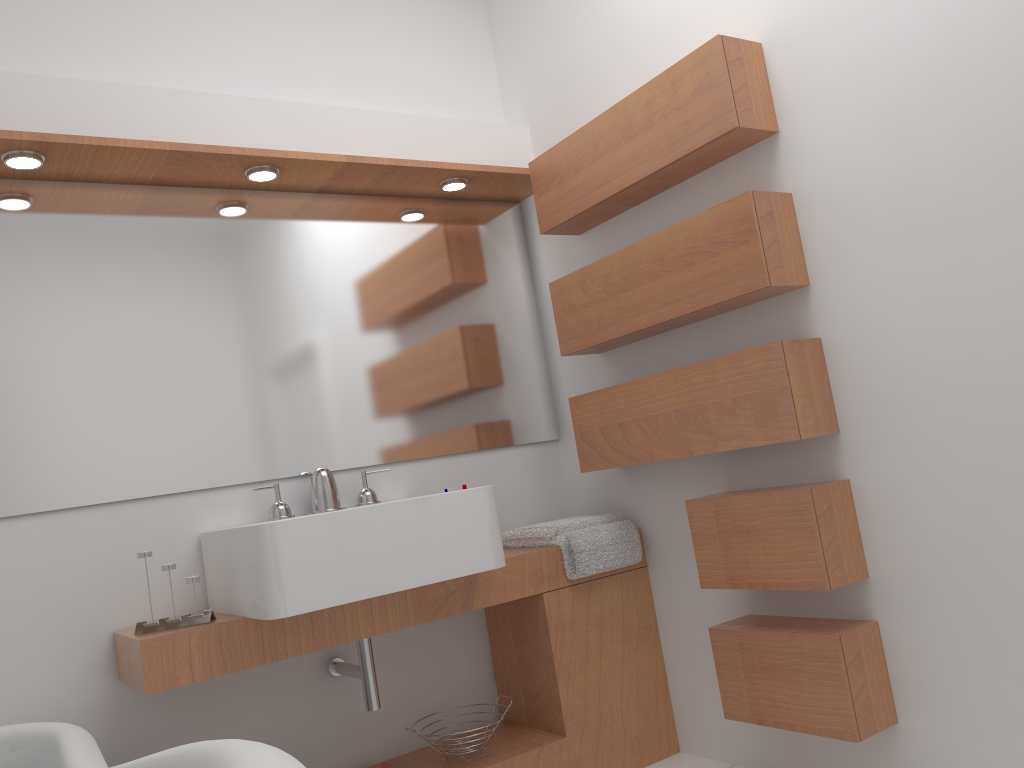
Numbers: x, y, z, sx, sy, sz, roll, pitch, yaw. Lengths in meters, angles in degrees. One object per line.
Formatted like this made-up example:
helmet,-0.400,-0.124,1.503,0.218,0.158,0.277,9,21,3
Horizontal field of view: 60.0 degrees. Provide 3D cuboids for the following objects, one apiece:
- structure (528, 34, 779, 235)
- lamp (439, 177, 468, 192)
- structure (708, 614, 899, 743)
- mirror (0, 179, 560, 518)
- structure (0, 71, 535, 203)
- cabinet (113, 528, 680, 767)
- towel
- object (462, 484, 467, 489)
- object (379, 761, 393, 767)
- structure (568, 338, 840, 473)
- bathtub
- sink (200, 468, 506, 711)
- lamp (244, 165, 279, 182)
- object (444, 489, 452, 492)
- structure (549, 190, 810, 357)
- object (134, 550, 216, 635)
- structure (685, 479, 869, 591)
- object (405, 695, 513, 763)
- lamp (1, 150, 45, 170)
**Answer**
structure,0.374,-0.693,2.623,0.165,0.245,0.860,-5,-7,-34
lamp,-0.193,-0.661,2.943,0.098,0.018,0.098,-13,-7,35
structure,0.737,0.743,2.286,0.165,0.245,0.417,-5,-7,-34
mirror,-0.965,-0.137,2.521,2.600,0.887,0.022,-5,-7,-34
structure,-0.988,-0.710,2.470,2.606,0.240,0.287,-5,-7,-34
cabinet,-0.295,0.911,2.516,1.635,0.719,0.355,-5,-7,-34
towel,0.188,0.526,2.883,0.272,0.140,0.359,-5,-7,-34
object,-0.135,0.432,2.791,0.016,0.231,0.052,-10,-6,5
object,-0.351,1.095,2.496,0.042,0.037,0.133,-8,-6,-15
structure,0.502,0.084,2.541,0.165,0.245,0.860,-5,-7,-34
bathtub,-0.906,0.907,1.217,1.055,0.674,1.863,-5,-7,-34
sink,-0.420,0.546,2.402,0.657,0.673,0.552,-5,-7,-34
lamp,-0.727,-0.612,2.580,0.098,0.018,0.098,-8,-6,-14
object,-0.159,0.433,2.756,0.070,0.228,0.016,-8,-6,-9
structure,0.441,-0.291,2.581,0.165,0.245,0.860,-5,-7,-34
object,-0.844,0.500,2.194,0.182,0.203,0.059,-9,-6,-4
structure,0.681,0.400,2.322,0.165,0.245,0.417,-5,-7,-34
object,-0.141,1.011,2.562,0.291,0.126,0.291,-11,-6,14
lamp,-1.233,-0.564,2.236,0.098,0.018,0.098,-8,-6,-14
